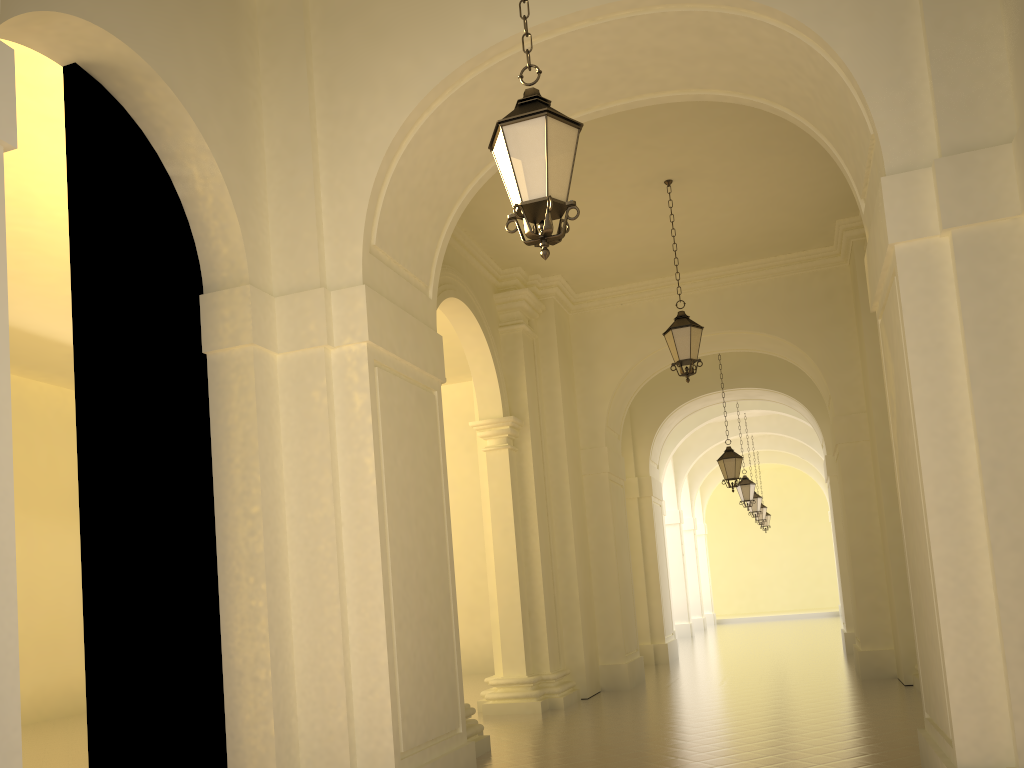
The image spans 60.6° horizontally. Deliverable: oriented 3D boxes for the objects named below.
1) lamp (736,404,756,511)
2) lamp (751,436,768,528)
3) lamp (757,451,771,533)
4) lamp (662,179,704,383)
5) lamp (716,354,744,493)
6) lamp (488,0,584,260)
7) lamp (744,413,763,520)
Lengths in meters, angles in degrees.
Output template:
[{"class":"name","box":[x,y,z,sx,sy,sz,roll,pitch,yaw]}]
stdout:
[{"class":"lamp","box":[5.665,1.506,21.618,0.513,3.261,0.446,-6,-5,18]},{"class":"lamp","box":[8.080,3.115,28.941,0.513,3.261,0.446,-6,-5,18]},{"class":"lamp","box":[9.269,3.907,32.548,0.513,3.261,0.446,-6,-5,18]},{"class":"lamp","box":[2.038,-1.264,10.742,0.510,2.528,0.449,0,-7,-42]},{"class":"lamp","box":[4.086,0.454,16.829,0.441,3.261,0.518,-3,-5,-12]},{"class":"lamp","box":[0.038,-2.241,4.555,0.441,3.261,0.518,-3,-5,-12]},{"class":"lamp","box":[6.884,2.318,25.313,0.513,3.261,0.446,-6,-5,18]}]
